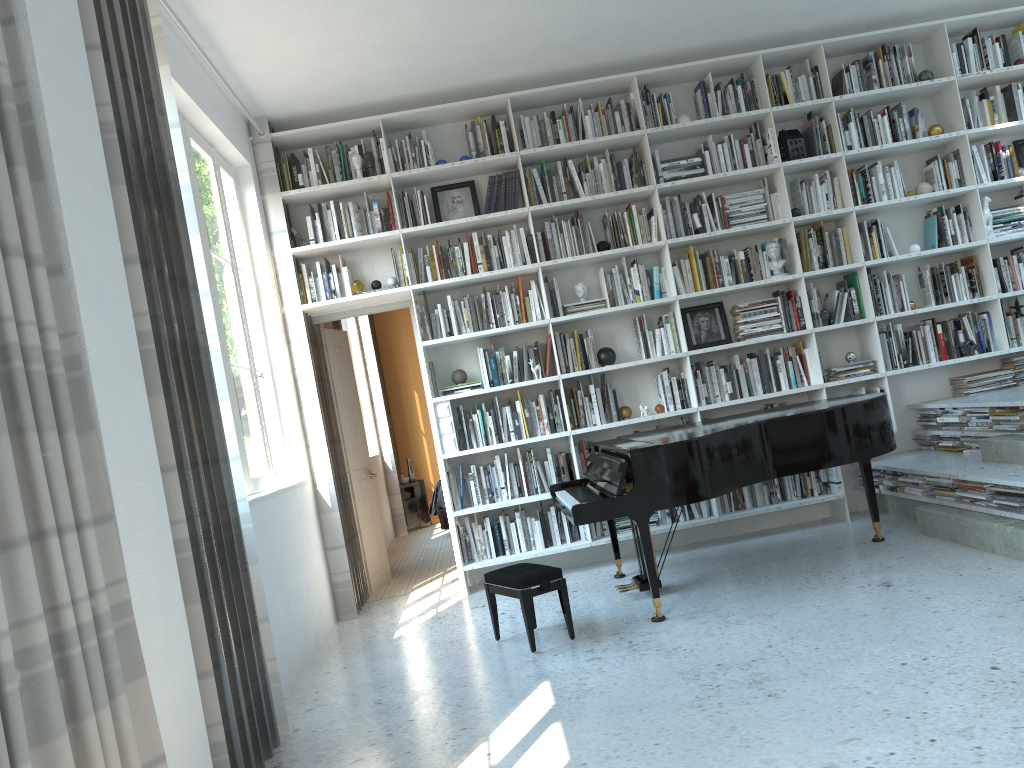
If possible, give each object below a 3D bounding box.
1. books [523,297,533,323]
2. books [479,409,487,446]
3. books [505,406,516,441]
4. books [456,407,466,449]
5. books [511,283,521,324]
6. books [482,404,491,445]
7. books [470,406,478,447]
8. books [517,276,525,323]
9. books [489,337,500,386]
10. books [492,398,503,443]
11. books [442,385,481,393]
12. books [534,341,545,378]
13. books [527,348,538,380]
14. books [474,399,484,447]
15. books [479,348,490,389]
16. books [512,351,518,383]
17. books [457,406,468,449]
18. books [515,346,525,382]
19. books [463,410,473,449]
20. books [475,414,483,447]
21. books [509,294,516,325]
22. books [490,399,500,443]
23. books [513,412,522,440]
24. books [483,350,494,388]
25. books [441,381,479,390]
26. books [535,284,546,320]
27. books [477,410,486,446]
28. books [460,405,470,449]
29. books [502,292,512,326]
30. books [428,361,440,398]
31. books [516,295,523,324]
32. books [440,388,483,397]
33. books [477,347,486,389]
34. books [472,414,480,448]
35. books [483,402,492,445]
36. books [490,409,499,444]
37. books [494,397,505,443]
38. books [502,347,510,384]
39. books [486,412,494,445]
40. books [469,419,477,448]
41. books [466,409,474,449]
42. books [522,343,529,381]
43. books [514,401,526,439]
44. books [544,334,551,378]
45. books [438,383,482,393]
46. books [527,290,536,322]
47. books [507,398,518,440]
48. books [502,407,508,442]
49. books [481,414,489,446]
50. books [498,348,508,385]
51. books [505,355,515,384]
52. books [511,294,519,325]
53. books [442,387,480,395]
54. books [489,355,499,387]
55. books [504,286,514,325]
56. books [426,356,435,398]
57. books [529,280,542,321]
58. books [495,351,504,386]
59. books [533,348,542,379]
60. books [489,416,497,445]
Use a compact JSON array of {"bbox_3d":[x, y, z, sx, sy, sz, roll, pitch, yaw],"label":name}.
[{"bbox_3d":[0.107,-0.481,5.911,0.030,0.183,0.152,-10,-1,-3],"label":"books"},{"bbox_3d":[-0.191,0.288,5.857,0.009,0.244,0.184,-10,-1,-3],"label":"books"},{"bbox_3d":[-0.012,0.263,5.879,0.027,0.230,0.159,-10,-1,-3],"label":"books"},{"bbox_3d":[-0.338,0.295,5.880,0.008,0.285,0.159,-10,-1,-3],"label":"books"},{"bbox_3d":[0.027,-0.521,5.920,0.015,0.292,0.144,-10,-1,-3],"label":"books"},{"bbox_3d":[-0.171,0.268,5.881,0.009,0.278,0.157,-10,-1,-3],"label":"books"},{"bbox_3d":[-0.252,0.282,5.868,0.008,0.279,0.164,-10,-1,-3],"label":"books"},{"bbox_3d":[0.062,-0.545,5.908,0.035,0.325,0.170,-10,-1,-3],"label":"books"},{"bbox_3d":[-0.114,-0.144,5.899,0.011,0.336,0.153,-10,-1,-3],"label":"books"},{"bbox_3d":[-0.096,0.242,5.863,0.019,0.300,0.180,-10,-1,-3],"label":"books"},{"bbox_3d":[-0.336,0.036,5.879,0.254,0.012,0.161,-10,-2,-5],"label":"books"},{"bbox_3d":[0.184,-0.156,5.903,0.021,0.251,0.154,-10,-1,-3],"label":"books"},{"bbox_3d":[0.137,-0.126,5.888,0.030,0.207,0.172,-10,-1,-3],"label":"books"},{"bbox_3d":[-0.219,0.258,5.873,0.006,0.315,0.145,-10,-1,-3],"label":"books"},{"bbox_3d":[-0.184,-0.099,5.883,0.024,0.273,0.150,-10,-1,-3],"label":"books"},{"bbox_3d":[0.021,-0.107,5.905,0.056,0.214,0.143,-10,-1,-3],"label":"books"},{"bbox_3d":[-0.327,0.291,5.879,0.016,0.289,0.152,-10,-1,-3],"label":"books"},{"bbox_3d":[0.053,-0.127,5.906,0.013,0.242,0.141,-10,-1,-3],"label":"books"},{"bbox_3d":[-0.291,0.301,5.881,0.022,0.257,0.141,-10,-1,-3],"label":"books"},{"bbox_3d":[-0.221,0.308,5.862,0.015,0.217,0.180,-10,-1,-3],"label":"books"},{"bbox_3d":[0.001,-0.479,5.909,0.012,0.217,0.160,-10,-1,-3],"label":"books"},{"bbox_3d":[-0.111,0.246,5.899,0.009,0.299,0.141,-10,-1,-3],"label":"books"},{"bbox_3d":[0.034,0.278,5.870,0.029,0.181,0.190,-10,-1,-3],"label":"books"},{"bbox_3d":[-0.156,-0.096,5.892,0.031,0.255,0.143,-10,-1,-3],"label":"books"},{"bbox_3d":[-0.341,0.013,5.884,0.254,0.012,0.161,-10,-2,-1],"label":"books"},{"bbox_3d":[0.190,-0.534,5.922,0.036,0.257,0.123,-10,-1,-3],"label":"books"},{"bbox_3d":[-0.203,0.291,5.870,0.014,0.243,0.171,-10,-1,-3],"label":"books"},{"bbox_3d":[-0.312,0.285,5.872,0.014,0.294,0.171,-10,-1,-3],"label":"books"},{"bbox_3d":[-0.036,-0.484,5.923,0.028,0.242,0.131,-10,-1,-3],"label":"books"},{"bbox_3d":[-0.514,-0.024,5.871,0.028,0.243,0.156,-10,-1,-3],"label":"books"},{"bbox_3d":[0.050,-0.481,5.905,0.013,0.203,0.161,-10,-1,-3],"label":"books"},{"bbox_3d":[-0.332,0.060,5.879,0.285,0.012,0.159,-11,-2,1],"label":"books"},{"bbox_3d":[-0.203,-0.102,5.884,0.012,0.285,0.159,-10,-1,-3],"label":"books"},{"bbox_3d":[-0.236,0.310,5.874,0.015,0.218,0.176,-10,-1,-3],"label":"books"},{"bbox_3d":[-0.163,0.261,5.858,0.007,0.286,0.182,-10,-1,-3],"label":"books"},{"bbox_3d":[-0.117,0.282,5.896,0.016,0.230,0.136,-10,-1,-3],"label":"books"},{"bbox_3d":[-0.082,0.237,5.876,0.012,0.306,0.189,-10,-1,-3],"label":"books"},{"bbox_3d":[-0.043,-0.114,5.882,0.011,0.250,0.172,-10,-1,-3],"label":"books"},{"bbox_3d":[-0.146,0.293,5.864,0.015,0.219,0.190,-10,-1,-3],"label":"books"},{"bbox_3d":[-0.256,0.328,5.846,0.019,0.189,0.193,-10,-1,-3],"label":"books"},{"bbox_3d":[-0.276,0.294,5.862,0.007,0.264,0.177,-10,-1,-3],"label":"books"},{"bbox_3d":[0.088,-0.141,5.894,0.060,0.255,0.158,-10,-1,-3],"label":"books"},{"bbox_3d":[0.054,0.238,5.883,0.026,0.254,0.176,-10,-1,-3],"label":"books"},{"bbox_3d":[0.234,-0.179,5.866,0.082,0.276,0.228,-10,-1,-3],"label":"books"},{"bbox_3d":[-0.338,0.024,5.877,0.285,0.012,0.159,-11,-2,2],"label":"books"},{"bbox_3d":[0.133,-0.506,5.913,0.031,0.223,0.144,-10,-1,-3],"label":"books"},{"bbox_3d":[0.004,0.233,5.879,0.014,0.282,0.150,-10,-1,-3],"label":"books"},{"bbox_3d":[-0.048,0.270,5.895,0.045,0.230,0.138,-10,-1,-3],"label":"books"},{"bbox_3d":[-0.177,0.303,5.889,0.016,0.211,0.146,-10,-1,-3],"label":"books"},{"bbox_3d":[-0.060,-0.110,5.900,0.022,0.249,0.129,-10,-1,-3],"label":"books"},{"bbox_3d":[-0.017,-0.089,5.870,0.029,0.190,0.189,-10,-1,-3],"label":"books"},{"bbox_3d":[0.017,-0.483,5.914,0.021,0.220,0.148,-10,-1,-3],"label":"books"},{"bbox_3d":[-0.334,0.049,5.883,0.254,0.012,0.161,-10,-2,-1],"label":"books"},{"bbox_3d":[-0.121,-0.079,5.863,0.029,0.208,0.189,-10,-1,-3],"label":"books"},{"bbox_3d":[-0.017,-0.505,5.895,0.015,0.275,0.157,-10,-1,-3],"label":"books"},{"bbox_3d":[-0.538,-0.040,5.881,0.012,0.285,0.159,-10,-1,-3],"label":"books"},{"bbox_3d":[0.156,-0.542,5.920,0.027,0.286,0.148,-10,-1,-3],"label":"books"},{"bbox_3d":[-0.084,-0.096,5.905,0.030,0.231,0.148,-10,-1,-3],"label":"books"},{"bbox_3d":[0.165,-0.131,5.899,0.027,0.209,0.143,-10,-1,-3],"label":"books"},{"bbox_3d":[-0.128,0.304,5.860,0.016,0.189,0.183,-10,-1,-3],"label":"books"}]
